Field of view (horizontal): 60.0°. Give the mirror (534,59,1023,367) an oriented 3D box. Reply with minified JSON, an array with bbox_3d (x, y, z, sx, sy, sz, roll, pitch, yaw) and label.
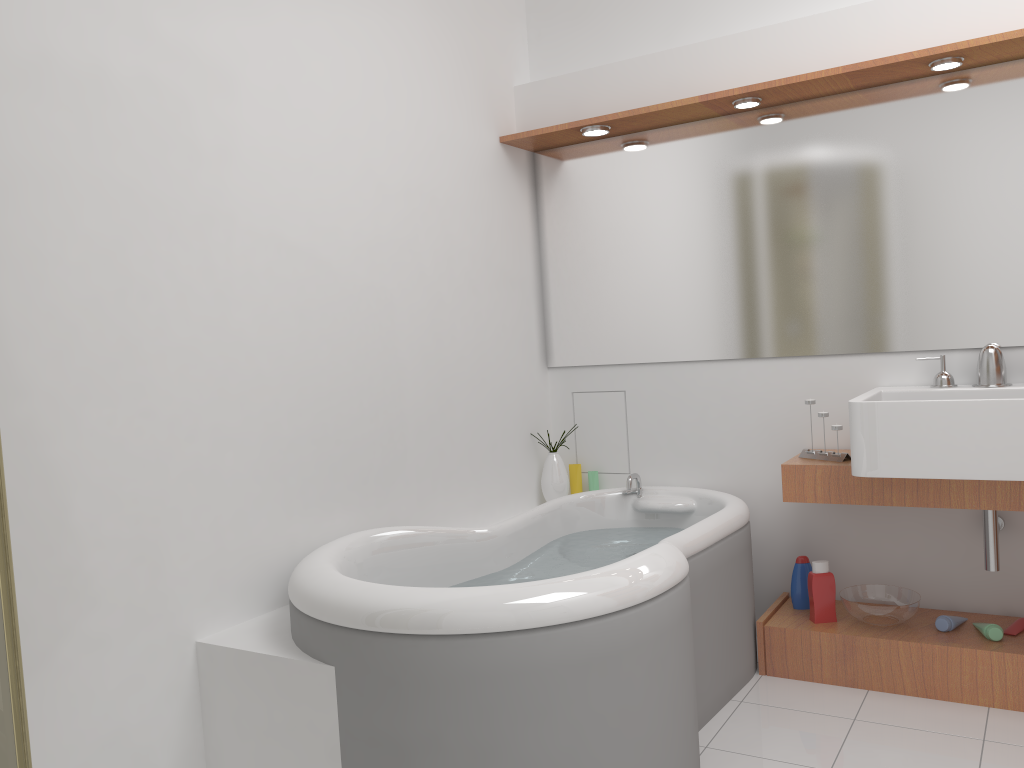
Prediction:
[{"bbox_3d":[1.211,-0.550,3.006,2.600,0.887,0.022,-2,3,31],"label":"mirror"}]

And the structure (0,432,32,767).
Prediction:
[{"bbox_3d":[-0.968,0.071,0.957,0.932,2.234,0.933,-2,3,31],"label":"structure"}]

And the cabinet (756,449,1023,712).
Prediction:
[{"bbox_3d":[1.590,0.584,2.662,1.635,0.719,0.355,-2,3,31],"label":"cabinet"}]

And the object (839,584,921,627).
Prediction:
[{"bbox_3d":[1.202,0.733,2.896,0.245,0.090,0.245,-4,3,3],"label":"object"}]

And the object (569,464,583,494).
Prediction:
[{"bbox_3d":[0.262,0.409,3.631,0.047,0.162,0.047,-6,3,-32],"label":"object"}]

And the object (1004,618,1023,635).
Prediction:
[{"bbox_3d":[1.564,0.755,2.748,0.133,0.037,0.042,-6,4,-39],"label":"object"}]

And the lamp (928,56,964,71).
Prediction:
[{"bbox_3d":[1.325,-0.977,2.706,0.098,0.018,0.098,-6,4,-38],"label":"lamp"}]

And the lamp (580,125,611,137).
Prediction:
[{"bbox_3d":[0.310,-0.940,3.291,0.113,0.021,0.113,-4,3,3],"label":"lamp"}]

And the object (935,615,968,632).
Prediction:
[{"bbox_3d":[1.403,0.749,2.833,0.059,0.052,0.187,-1,4,43],"label":"object"}]

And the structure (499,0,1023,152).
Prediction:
[{"bbox_3d":[1.104,-1.098,2.869,2.606,0.240,0.287,-2,3,31],"label":"structure"}]

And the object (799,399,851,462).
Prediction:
[{"bbox_3d":[1.027,0.147,2.919,0.059,0.203,0.182,-5,3,-28],"label":"object"}]

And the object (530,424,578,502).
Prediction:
[{"bbox_3d":[0.184,0.333,3.545,0.215,0.326,0.154,-5,3,-28],"label":"object"}]

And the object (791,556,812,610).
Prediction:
[{"bbox_3d":[1.014,0.691,3.083,0.092,0.190,0.044,-4,3,-2],"label":"object"}]

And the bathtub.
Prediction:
[{"bbox_3d":[0.160,0.708,2.678,1.055,0.674,1.863,-2,3,31],"label":"bathtub"}]

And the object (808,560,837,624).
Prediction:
[{"bbox_3d":[1.027,0.690,2.939,0.079,0.207,0.046,-4,3,-4],"label":"object"}]

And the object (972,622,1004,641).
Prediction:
[{"bbox_3d":[1.474,0.748,2.745,0.059,0.052,0.187,-3,3,16],"label":"object"}]

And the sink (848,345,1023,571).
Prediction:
[{"bbox_3d":[1.400,0.229,2.640,0.657,0.673,0.552,-2,3,31],"label":"sink"}]

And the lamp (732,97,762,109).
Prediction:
[{"bbox_3d":[0.802,-0.959,3.026,0.098,0.018,0.098,-6,4,-38],"label":"lamp"}]

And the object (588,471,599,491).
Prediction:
[{"bbox_3d":[0.331,0.419,3.590,0.038,0.133,0.038,-5,3,-25],"label":"object"}]
